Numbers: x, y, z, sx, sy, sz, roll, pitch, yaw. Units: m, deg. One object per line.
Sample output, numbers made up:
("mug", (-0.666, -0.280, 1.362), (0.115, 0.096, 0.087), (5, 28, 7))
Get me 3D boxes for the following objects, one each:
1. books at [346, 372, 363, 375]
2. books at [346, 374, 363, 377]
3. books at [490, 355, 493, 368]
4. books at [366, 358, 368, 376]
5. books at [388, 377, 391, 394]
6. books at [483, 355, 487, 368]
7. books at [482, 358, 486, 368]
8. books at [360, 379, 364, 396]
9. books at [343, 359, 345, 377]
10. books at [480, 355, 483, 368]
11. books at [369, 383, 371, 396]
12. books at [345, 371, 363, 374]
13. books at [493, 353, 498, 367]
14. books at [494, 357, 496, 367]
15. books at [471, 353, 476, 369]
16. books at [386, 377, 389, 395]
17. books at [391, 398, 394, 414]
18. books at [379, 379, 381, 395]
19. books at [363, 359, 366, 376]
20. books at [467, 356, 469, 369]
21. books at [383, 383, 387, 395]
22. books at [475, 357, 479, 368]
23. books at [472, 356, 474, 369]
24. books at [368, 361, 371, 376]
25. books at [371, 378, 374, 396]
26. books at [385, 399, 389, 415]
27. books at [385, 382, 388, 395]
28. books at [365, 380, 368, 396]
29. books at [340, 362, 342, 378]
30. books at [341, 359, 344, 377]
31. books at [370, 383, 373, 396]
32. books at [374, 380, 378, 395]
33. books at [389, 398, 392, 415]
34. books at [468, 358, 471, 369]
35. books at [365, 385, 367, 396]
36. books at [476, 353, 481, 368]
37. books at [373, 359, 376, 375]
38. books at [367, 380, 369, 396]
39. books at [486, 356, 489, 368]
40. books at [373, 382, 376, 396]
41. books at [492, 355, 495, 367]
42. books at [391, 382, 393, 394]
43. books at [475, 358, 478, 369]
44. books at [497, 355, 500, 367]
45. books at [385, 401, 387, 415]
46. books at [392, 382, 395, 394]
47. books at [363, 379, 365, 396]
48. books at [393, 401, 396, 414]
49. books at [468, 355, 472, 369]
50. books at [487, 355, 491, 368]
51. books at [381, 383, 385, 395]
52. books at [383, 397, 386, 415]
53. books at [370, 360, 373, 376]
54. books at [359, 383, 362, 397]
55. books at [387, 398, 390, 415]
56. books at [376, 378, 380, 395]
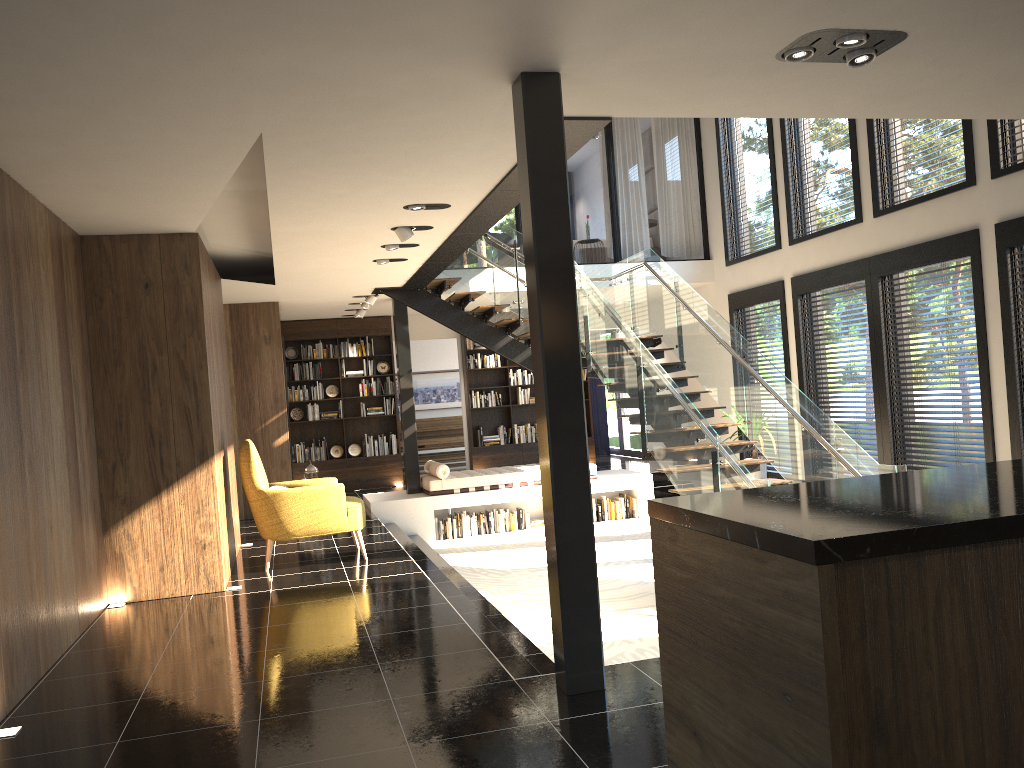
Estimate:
("books", (-2.484, -0.162, 13.970), (0.266, 0.030, 0.209), (-4, -1, -14))
("books", (-2.485, -0.130, 13.983), (0.239, 0.033, 0.176), (-4, -1, -17))
("books", (-0.353, -0.365, 14.479), (0.034, 0.208, 0.112), (-4, 0, -14))
("books", (-2.293, -0.271, 13.988), (0.049, 0.286, 0.259), (-4, 0, -14))
("books", (-1.949, 0.028, 14.025), (0.016, 0.278, 0.202), (-4, 0, -14))
("books", (-0.438, -0.359, 14.461), (0.025, 0.208, 0.114), (-4, 0, -14))
("books", (-0.456, -0.341, 14.425), (0.029, 0.173, 0.138), (-4, 0, -14))
("books", (-2.356, 0.056, 13.951), (0.025, 0.280, 0.145), (-4, 0, -14))
("books", (-2.641, -0.242, 13.921), (0.016, 0.278, 0.209), (-4, 0, -14))
("books", (-0.504, -0.362, 14.442), (0.052, 0.224, 0.099), (-4, 0, -14))
("books", (-2.248, 0.089, 13.971), (0.026, 0.200, 0.154), (-4, 0, -14))
("books", (-2.488, -0.187, 13.978), (0.264, 0.021, 0.189), (-4, -1, -16))
("books", (-0.272, -0.391, 14.504), (0.032, 0.247, 0.114), (-4, 0, -14))
("books", (-0.294, -0.351, 14.485), (0.025, 0.170, 0.113), (-4, 0, -14))
("books", (-0.626, -0.369, 14.410), (0.029, 0.254, 0.128), (-4, 0, -14))
("books", (-1.970, 0.030, 14.038), (0.018, 0.278, 0.114), (-4, 0, -14))
("books", (-1.900, 0.355, 14.051), (0.047, 0.253, 0.210), (-4, 0, -14))
("books", (-2.086, 0.046, 13.995), (0.016, 0.262, 0.155), (-4, 0, -14))
("books", (-2.331, -0.257, 13.995), (0.023, 0.264, 0.219), (-4, 0, -14))
("books", (-0.738, -0.340, 14.382), (0.030, 0.212, 0.127), (-4, 0, -14))
("books", (-2.008, 0.077, 14.031), (0.026, 0.190, 0.121), (-4, 0, -14))
("books", (-0.568, -0.344, 14.415), (0.021, 0.196, 0.103), (-4, 0, -14))
("books", (-0.648, -0.344, 14.404), (0.021, 0.207, 0.102), (-4, 0, -14))
("books", (-2.255, -0.248, 13.999), (0.025, 0.235, 0.232), (-4, 0, -14))
("books", (-2.197, 0.044, 13.977), (0.020, 0.281, 0.153), (-4, 0, -14))
("books", (-1.981, 0.364, 14.041), (0.014, 0.246, 0.192), (-4, 0, -14))
("books", (-1.982, 0.065, 14.019), (0.020, 0.209, 0.147), (-4, 0, -14))
("books", (-2.286, 0.065, 13.949), (0.014, 0.253, 0.169), (-4, 0, -14))
("books", (-2.693, -0.220, 13.929), (0.028, 0.242, 0.194), (-4, 0, -14))
("books", (-2.661, -0.241, 13.911), (0.027, 0.279, 0.166), (-4, 0, -14))
("books", (-2.213, 0.088, 13.951), (0.032, 0.195, 0.183), (-4, 0, -14))
("books", (-2.149, 0.062, 14.002), (0.030, 0.239, 0.146), (-4, 0, -14))
("books", (-1.931, 0.350, 14.048), (0.013, 0.267, 0.177), (-4, 0, -14))
("books", (-0.702, -0.325, 14.381), (0.037, 0.177, 0.109), (-4, 0, -14))
("books", (-2.305, 0.102, 13.950), (0.028, 0.180, 0.130), (-4, 0, -14))
("books", (-0.545, -0.370, 14.426), (0.034, 0.245, 0.127), (-4, 0, -14))
("books", (-2.182, -0.261, 14.020), (0.035, 0.251, 0.196), (-4, 0, -14))
("books", (-2.268, 0.063, 13.945), (0.021, 0.253, 0.167), (-4, 0, -14))
("books", (-0.404, -0.355, 14.447), (0.032, 0.194, 0.120), (-4, 0, -14))
("books", (-2.169, 0.073, 13.973), (0.027, 0.219, 0.139), (-4, 0, -14))
("books", (-0.320, -0.369, 14.475), (0.028, 0.211, 0.133), (-4, 0, -14))
("books", (-1.913, 0.065, 14.048), (0.023, 0.200, 0.121), (-4, 0, -14))
("books", (-0.591, -0.328, 14.405), (0.030, 0.168, 0.125), (-4, 0, -14))
("books", (-0.229, -0.374, 14.479), (0.034, 0.206, 0.168), (-4, 0, -14))
("books", (-2.007, 0.377, 14.068), (0.024, 0.226, 0.141), (-4, 0, -14))
("books", (-1.885, 0.065, 14.039), (0.026, 0.196, 0.170), (-4, 0, -14))
("books", (-2.330, 0.058, 13.940), (0.019, 0.272, 0.175), (-4, 0, -14))
("books", (-1.872, 0.378, 14.088), (0.021, 0.204, 0.169), (-4, 0, -14))
("books", (-0.675, -0.353, 14.403), (0.030, 0.230, 0.103), (-4, 0, -14))
("books", (-0.379, -0.365, 14.463), (0.025, 0.211, 0.126), (-4, 0, -14))
("books", (-2.053, 0.077, 14.029), (0.060, 0.196, 0.119), (-4, 0, -14))
("books", (-2.022, 0.351, 14.040), (0.014, 0.279, 0.202), (-4, 0, -14))
("books", (-2.225, -0.251, 14.025), (0.047, 0.238, 0.225), (-4, 0, -14))
("books", (-2.384, 0.093, 13.952), (0.033, 0.211, 0.132), (-4, 0, -14))
("books", (-1.967, 0.358, 14.088), (0.038, 0.257, 0.138), (-4, 0, -14))
("books", (-2.114, 0.040, 13.995), (0.037, 0.277, 0.179), (-4, 0, -14))
